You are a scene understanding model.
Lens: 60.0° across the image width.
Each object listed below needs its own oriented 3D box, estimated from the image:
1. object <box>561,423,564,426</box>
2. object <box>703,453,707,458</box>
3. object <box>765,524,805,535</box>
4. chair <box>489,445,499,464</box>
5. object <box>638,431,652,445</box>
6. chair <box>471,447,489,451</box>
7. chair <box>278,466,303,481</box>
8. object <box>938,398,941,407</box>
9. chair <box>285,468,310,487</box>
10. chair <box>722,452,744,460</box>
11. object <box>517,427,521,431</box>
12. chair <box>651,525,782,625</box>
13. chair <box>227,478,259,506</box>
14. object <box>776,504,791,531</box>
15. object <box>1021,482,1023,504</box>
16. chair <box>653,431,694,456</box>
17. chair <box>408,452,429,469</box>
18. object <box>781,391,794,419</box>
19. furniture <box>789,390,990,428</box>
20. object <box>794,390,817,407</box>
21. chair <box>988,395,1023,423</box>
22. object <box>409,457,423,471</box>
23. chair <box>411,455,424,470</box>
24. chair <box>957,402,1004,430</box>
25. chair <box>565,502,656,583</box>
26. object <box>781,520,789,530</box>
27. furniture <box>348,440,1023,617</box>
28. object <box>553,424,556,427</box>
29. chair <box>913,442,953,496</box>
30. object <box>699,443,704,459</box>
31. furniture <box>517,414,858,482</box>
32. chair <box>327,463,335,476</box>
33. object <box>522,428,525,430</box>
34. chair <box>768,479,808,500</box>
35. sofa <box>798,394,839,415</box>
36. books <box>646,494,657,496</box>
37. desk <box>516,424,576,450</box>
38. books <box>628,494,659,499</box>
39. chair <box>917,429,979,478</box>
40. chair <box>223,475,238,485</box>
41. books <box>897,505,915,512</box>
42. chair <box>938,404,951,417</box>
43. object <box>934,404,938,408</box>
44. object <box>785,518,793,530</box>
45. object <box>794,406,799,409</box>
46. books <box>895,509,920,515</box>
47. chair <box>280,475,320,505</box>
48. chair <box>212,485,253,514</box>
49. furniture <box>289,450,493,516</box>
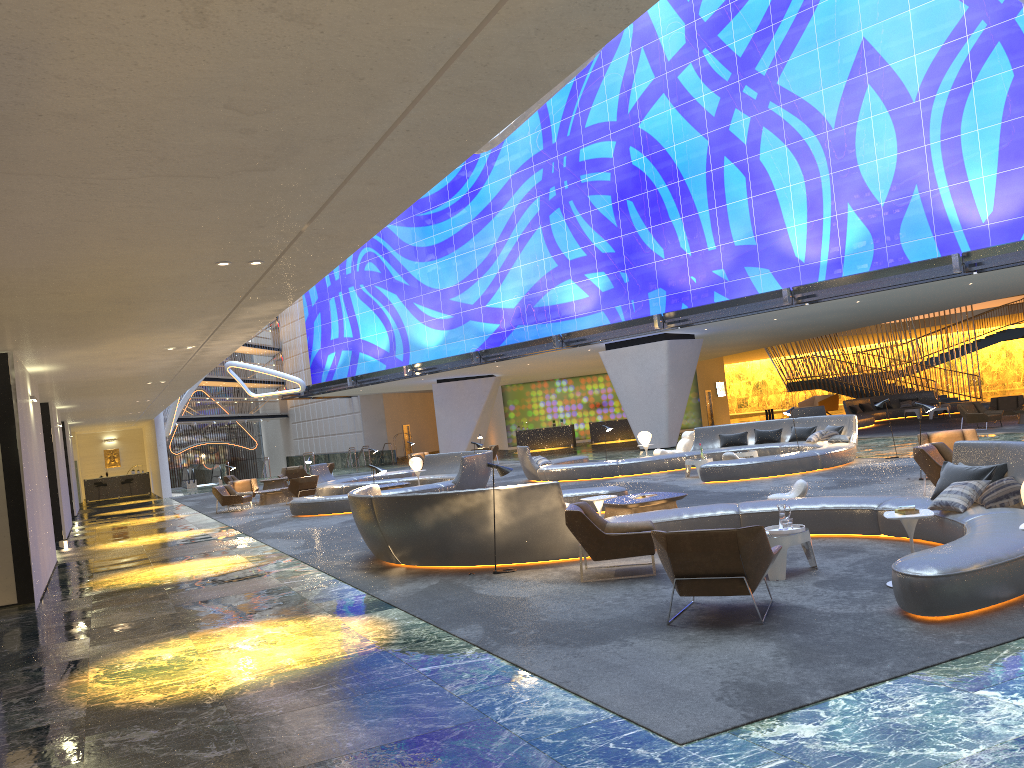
[{"bbox_3d":[2.597,2.082,45.883,0.150,0.145,0.150,-7,-1,8],"label":"object"},{"bbox_3d":[4.312,1.606,19.861,0.071,0.118,0.151,-6,-1,-15],"label":"object"},{"bbox_3d":[2.633,1.403,8.560,0.380,0.038,0.382,-5,-3,-33],"label":"object"},{"bbox_3d":[-1.023,2.887,35.745,0.938,0.766,0.931,-6,-1,-17],"label":"chair"},{"bbox_3d":[3.716,1.517,24.819,0.366,0.387,0.319,-5,-1,-43],"label":"object"},{"bbox_3d":[-1.365,2.861,34.061,0.928,0.766,0.941,-5,-2,-42],"label":"chair"},{"bbox_3d":[-9.198,3.843,36.972,0.929,0.766,0.939,-6,-1,2],"label":"chair"},{"bbox_3d":[15.948,0.693,33.045,0.076,0.355,0.066,-6,0,-33],"label":"object"},{"bbox_3d":[-8.182,3.624,34.205,0.931,0.766,0.938,-7,-2,26],"label":"chair"},{"bbox_3d":[5.220,1.733,20.168,0.586,0.501,1.782,-7,-2,29],"label":"chair"},{"bbox_3d":[0.359,2.346,46.313,0.149,0.149,0.149,-7,-1,9],"label":"object"},{"bbox_3d":[1.682,1.501,7.235,0.931,0.766,0.938,-7,-2,24],"label":"chair"},{"bbox_3d":[-8.467,3.419,27.966,0.928,0.766,0.940,-6,-1,-19],"label":"chair"},{"bbox_3d":[2.636,1.294,8.611,0.130,0.252,0.103,-6,-1,-42],"label":"object"},{"bbox_3d":[3.813,0.810,6.286,0.366,0.387,0.319,-5,-1,-43],"label":"object"},{"bbox_3d":[4.505,1.778,24.306,1.156,0.882,0.729,-6,-1,-6],"label":"chair"},{"bbox_3d":[-3.755,3.215,36.395,0.928,0.766,0.940,-6,-1,-19],"label":"chair"},{"bbox_3d":[15.272,1.128,49.088,0.477,1.664,1.203,-7,-1,30],"label":"object"},{"bbox_3d":[13.393,1.085,34.100,9.921,0.969,5.191,-6,-2,-8],"label":"furniture"},{"bbox_3d":[16.326,1.014,49.167,1.204,1.664,0.476,-6,0,-15],"label":"object"},{"bbox_3d":[14.975,0.767,26.806,0.931,0.766,0.937,-7,-2,36],"label":"chair"},{"bbox_3d":[-2.660,2.216,24.541,0.366,0.387,0.318,-6,-1,-18],"label":"object"},{"bbox_3d":[-3.311,3.071,33.898,0.939,0.766,0.929,-7,-1,8],"label":"chair"},{"bbox_3d":[13.197,0.896,25.007,0.928,0.766,0.940,-6,-2,-27],"label":"chair"},{"bbox_3d":[1.086,1.654,9.512,0.939,0.766,0.929,-7,-1,8],"label":"chair"},{"bbox_3d":[2.612,1.358,8.462,0.071,0.118,0.071,-6,-1,-43],"label":"object"},{"bbox_3d":[1.361,1.541,10.889,5.178,0.969,9.947,-5,-2,-29],"label":"furniture"},{"bbox_3d":[2.194,2.129,45.932,0.150,0.145,0.150,-7,-1,8],"label":"object"},{"bbox_3d":[6.130,1.195,12.198,0.941,0.766,0.928,-8,-2,43],"label":"chair"},{"bbox_3d":[4.226,1.491,19.727,0.076,0.355,0.066,-7,0,32],"label":"object"},{"bbox_3d":[4.082,1.680,22.502,5.177,0.969,9.948,-5,-3,-33],"label":"furniture"},{"bbox_3d":[-7.719,3.646,36.114,0.937,0.766,0.931,-6,-2,-23],"label":"chair"},{"bbox_3d":[0.603,2.337,46.271,0.108,0.108,0.111,-7,-1,9],"label":"object"},{"bbox_3d":[3.822,1.585,12.191,0.587,0.501,0.491,-7,-1,9],"label":"chair"},{"bbox_3d":[15.899,1.191,45.994,1.062,1.179,3.418,-6,-2,0],"label":"sofa"},{"bbox_3d":[2.058,1.660,13.236,0.133,0.012,0.189,-5,-3,-35],"label":"books"},{"bbox_3d":[1.772,2.813,46.285,2.980,1.097,0.813,-7,-1,13],"label":"desk"},{"bbox_3d":[1.956,1.665,13.232,0.395,0.039,0.301,-6,-2,-11],"label":"books"},{"bbox_3d":[7.196,1.164,14.497,0.930,0.766,0.938,-7,-1,16],"label":"chair"},{"bbox_3d":[-10.677,3.916,34.571,0.938,0.766,0.930,-6,-1,-1],"label":"chair"},{"bbox_3d":[3.342,1.054,7.509,0.133,0.022,0.189,-7,-2,26],"label":"books"},{"bbox_3d":[16.354,1.006,33.640,0.490,0.501,0.587,-6,-1,-9],"label":"chair"},{"bbox_3d":[15.871,0.826,33.168,0.151,0.118,0.071,-7,-1,10],"label":"object"},{"bbox_3d":[2.669,1.354,8.518,0.071,0.118,0.071,-7,-1,32],"label":"object"},{"bbox_3d":[11.132,1.070,34.754,0.317,0.387,0.367,-6,-1,-18],"label":"object"},{"bbox_3d":[3.348,1.079,7.511,0.128,0.030,0.182,-6,-2,-3],"label":"books"},{"bbox_3d":[-6.077,3.064,25.633,0.928,0.766,0.941,-5,-2,-42],"label":"chair"},{"bbox_3d":[-8.023,3.275,25.469,0.939,0.766,0.929,-7,-1,8],"label":"chair"},{"bbox_3d":[-3.348,2.613,25.270,5.182,0.969,9.938,-6,-2,-8],"label":"furniture"}]
